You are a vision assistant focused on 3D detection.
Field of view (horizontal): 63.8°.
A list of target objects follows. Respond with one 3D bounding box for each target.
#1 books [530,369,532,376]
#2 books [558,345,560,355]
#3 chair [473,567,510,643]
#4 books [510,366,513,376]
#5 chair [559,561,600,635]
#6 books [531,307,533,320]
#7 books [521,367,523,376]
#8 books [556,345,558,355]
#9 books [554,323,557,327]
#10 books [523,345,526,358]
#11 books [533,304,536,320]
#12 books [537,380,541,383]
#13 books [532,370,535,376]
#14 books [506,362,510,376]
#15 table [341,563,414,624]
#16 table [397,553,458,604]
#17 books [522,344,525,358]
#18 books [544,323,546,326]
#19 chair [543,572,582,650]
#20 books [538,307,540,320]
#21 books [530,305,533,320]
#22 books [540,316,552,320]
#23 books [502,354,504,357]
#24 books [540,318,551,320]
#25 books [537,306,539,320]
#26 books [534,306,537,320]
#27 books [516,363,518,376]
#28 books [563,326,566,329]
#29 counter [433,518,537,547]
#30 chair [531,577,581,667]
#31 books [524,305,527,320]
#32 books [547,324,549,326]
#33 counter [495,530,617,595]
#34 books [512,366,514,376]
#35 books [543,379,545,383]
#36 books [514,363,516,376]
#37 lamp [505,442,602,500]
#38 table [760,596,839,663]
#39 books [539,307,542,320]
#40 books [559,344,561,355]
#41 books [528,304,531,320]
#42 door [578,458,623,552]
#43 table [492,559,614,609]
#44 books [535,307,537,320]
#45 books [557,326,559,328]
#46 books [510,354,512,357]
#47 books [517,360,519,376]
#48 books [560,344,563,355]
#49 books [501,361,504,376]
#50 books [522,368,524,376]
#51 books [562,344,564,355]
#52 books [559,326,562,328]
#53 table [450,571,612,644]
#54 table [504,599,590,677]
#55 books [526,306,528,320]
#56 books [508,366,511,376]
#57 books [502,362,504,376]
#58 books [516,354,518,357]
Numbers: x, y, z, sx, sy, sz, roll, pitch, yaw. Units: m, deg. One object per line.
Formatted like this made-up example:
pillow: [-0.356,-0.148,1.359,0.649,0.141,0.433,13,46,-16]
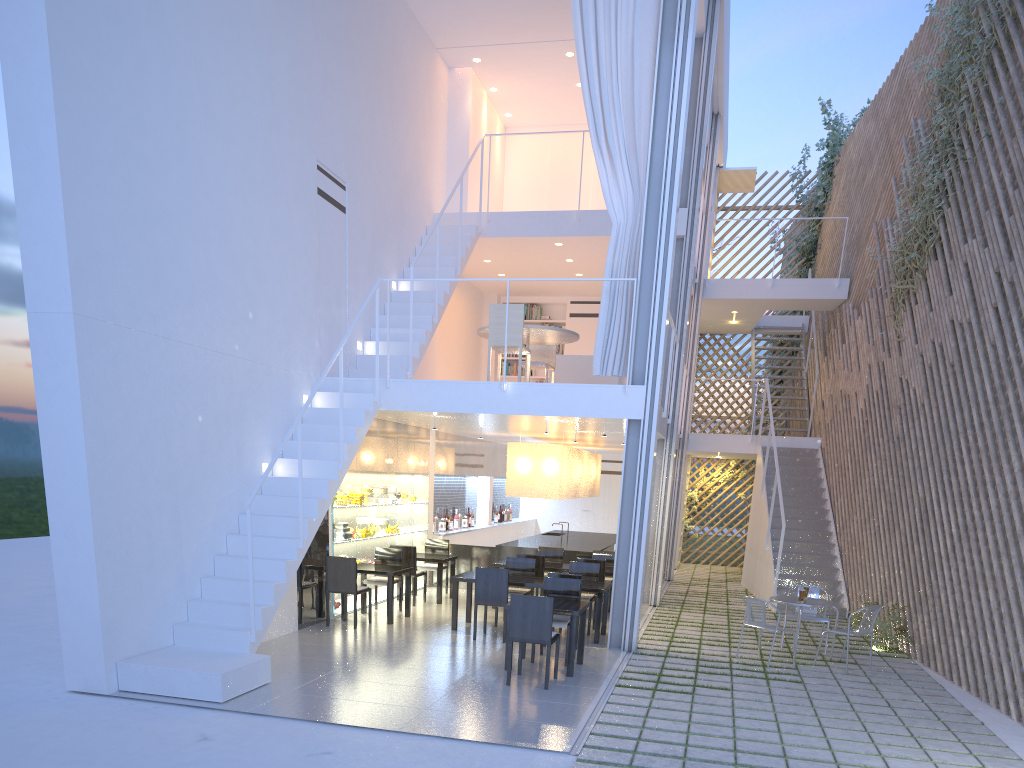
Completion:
books: [0.193,-0.143,8.061,0.011,0.153,0.081,7,10,15]
books: [0.457,-0.315,7.956,0.009,0.153,0.085,7,10,15]
chair: [-0.092,1.260,4.736,0.191,0.462,0.224,6,11,14]
books: [0.002,-0.123,8.121,0.020,0.104,0.059,6,10,15]
chair: [0.418,1.325,5.088,0.191,0.462,0.224,6,11,14]
books: [0.204,-0.668,7.930,0.018,0.127,0.081,6,9,15]
books: [0.107,-0.143,8.084,0.015,0.150,0.074,7,11,15]
books: [0.441,-0.310,7.958,0.008,0.141,0.090,7,9,15]
books: [-0.345,0.099,6.591,0.030,1.771,3.517,10,1,26]
books: [0.130,-0.312,8.030,0.015,0.130,0.088,7,9,15]
books: [0.223,-0.681,7.920,0.009,0.153,0.085,7,10,15]
books: [0.264,0.039,8.089,0.015,0.150,0.084,7,10,15]
books: [0.208,-0.142,8.059,0.020,0.153,0.079,6,11,15]
books: [-0.040,-0.141,8.123,0.020,0.138,0.066,6,11,15]
table: [-0.854,1.318,5.188,0.357,0.349,0.338,4,5,14]
table: [-0.630,1.428,6.066,0.357,0.349,0.338,4,5,14]
books: [0.119,-0.323,8.033,0.011,0.153,0.081,7,10,15]
books: [0.321,-0.502,7.949,0.011,0.161,0.078,7,11,15]
chair: [0.305,1.270,4.647,0.191,0.462,0.224,6,11,14]
books: [0.269,-0.667,7.913,0.006,0.127,0.086,7,9,15]
books: [0.189,-0.679,7.929,0.010,0.148,0.084,7,10,15]
books: [0.329,-0.637,7.912,0.093,0.022,0.062,1,-4,19]
books: [-0.075,-0.327,8.075,0.015,0.150,0.084,7,10,15]
books: [0.326,-0.614,7.923,0.094,0.022,0.061,2,-4,13]
books: [0.258,-0.671,7.912,0.015,0.135,0.090,7,9,15]
books: [0.231,-0.675,7.917,0.008,0.141,0.090,7,9,15]
books: [0.058,-0.137,8.092,0.015,0.133,0.084,7,9,15]
books: [-0.281,0.100,6.568,0.037,1.713,3.550,10,1,27]
counter: [-0.250,1.677,8.545,0.231,0.448,3.549,6,-5,15]
chair: [0.225,1.218,4.223,0.191,0.462,0.224,6,11,14]
books: [0.136,-0.681,7.945,0.026,0.151,0.074,6,11,15]
books: [-0.355,0.104,6.608,0.022,1.763,3.466,9,1,24]
counter: [0.555,1.651,7.742,0.810,0.387,2.458,2,-6,14]
books: [0.022,-0.123,8.117,0.020,0.104,0.059,6,10,15]
books: [0.316,0.035,8.079,0.011,0.161,0.078,7,11,15]
books: [0.040,-0.136,8.095,0.020,0.130,0.087,6,9,15]
lamp: [0.440,0.819,7.559,0.445,0.437,2.250,4,-5,15]
table: [1.617,1.384,4.655,0.349,0.351,0.332,1,5,-24]
books: [0.278,-0.670,7.919,0.006,0.136,0.068,7,11,15]
books: [0.473,-0.312,7.953,0.010,0.148,0.084,7,10,15]
books: [0.170,-0.685,7.932,0.015,0.161,0.082,7,11,15]
door: [-0.121,1.180,7.587,0.469,1.228,5.429,9,-2,27]
table: [0.337,1.454,5.851,0.910,0.348,0.338,2,4,13]
books: [0.243,-0.669,7.917,0.015,0.130,0.088,7,9,15]
books: [-0.325,0.099,6.569,0.036,1.714,3.556,10,1,26]
books: [0.004,-0.317,8.060,0.015,0.133,0.084,7,9,15]
books: [0.073,-0.150,8.086,0.015,0.161,0.082,7,11,15]
books: [0.484,-0.314,7.952,0.011,0.153,0.081,7,10,15]
books: [-0.089,-0.149,8.123,0.015,0.150,0.084,7,10,15]
books: [0.120,-0.135,8.077,0.015,0.130,0.088,7,9,15]
books: [0.499,-0.313,7.950,0.020,0.153,0.079,6,11,15]
books: [-0.304,0.096,6.582,0.044,1.703,3.525,10,1,26]
table: [0.114,1.344,4.974,0.910,0.348,0.338,2,4,13]
table: [0.171,1.247,4.081,0.357,0.349,0.338,4,5,14]
books: [0.154,-0.673,7.939,0.015,0.133,0.084,7,9,15]
books: [-0.019,-0.124,8.126,0.020,0.104,0.059,6,10,15]
books: [-0.075,-0.142,8.119,0.015,0.135,0.090,7,9,15]
books: [0.060,-0.316,8.056,0.020,0.138,0.066,6,11,15]
